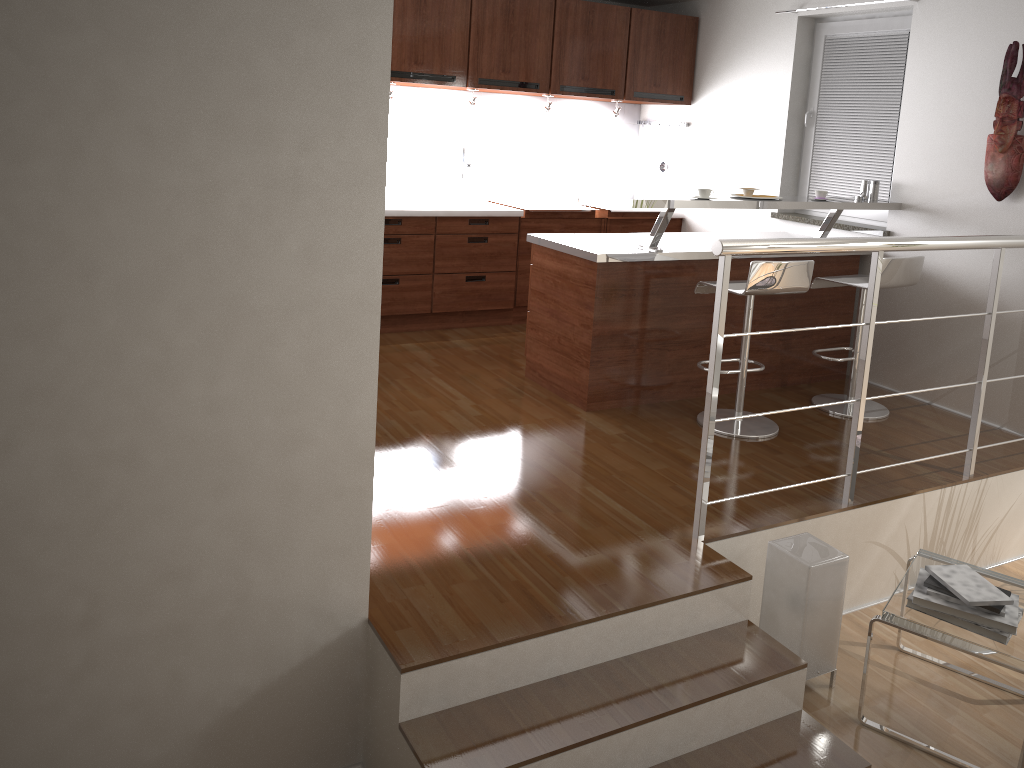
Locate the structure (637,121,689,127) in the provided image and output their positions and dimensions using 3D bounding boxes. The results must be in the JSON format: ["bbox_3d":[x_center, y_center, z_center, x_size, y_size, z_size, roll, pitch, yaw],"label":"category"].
[{"bbox_3d":[1.161,-2.007,6.749,0.049,0.033,0.615,-4,18,-28],"label":"structure"}]

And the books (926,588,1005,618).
[{"bbox_3d":[1.434,0.659,2.762,0.219,0.014,0.155,13,19,29],"label":"books"}]

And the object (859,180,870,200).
[{"bbox_3d":[2.036,-1.120,5.051,0.053,0.106,0.053,13,14,44],"label":"object"}]

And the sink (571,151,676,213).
[{"bbox_3d":[0.802,-1.475,6.662,0.674,0.564,0.617,-4,15,-29],"label":"sink"}]

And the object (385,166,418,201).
[{"bbox_3d":[-0.832,-1.377,5.993,0.370,0.234,0.160,-4,13,-28],"label":"object"}]

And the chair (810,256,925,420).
[{"bbox_3d":[1.825,-0.280,4.574,0.389,0.826,0.435,-3,12,-33],"label":"chair"}]

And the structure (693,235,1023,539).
[{"bbox_3d":[1.662,-0.077,3.525,2.331,1.024,0.058,-5,11,-29],"label":"structure"}]

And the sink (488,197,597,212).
[{"bbox_3d":[0.216,-1.233,6.371,0.602,0.194,0.618,-5,18,-28],"label":"sink"}]

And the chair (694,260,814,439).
[{"bbox_3d":[1.128,-0.207,4.190,0.389,0.826,0.437,-1,11,-25],"label":"chair"}]

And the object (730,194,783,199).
[{"bbox_3d":[1.295,-0.988,4.627,0.310,0.010,0.224,-5,19,-26],"label":"object"}]

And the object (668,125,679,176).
[{"bbox_3d":[1.220,-1.754,6.578,0.024,0.372,0.073,-1,10,-29],"label":"object"}]

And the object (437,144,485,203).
[{"bbox_3d":[-0.336,-1.490,6.200,0.330,0.395,0.167,-3,12,-29],"label":"object"}]

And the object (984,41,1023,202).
[{"bbox_3d":[2.465,-1.296,4.343,0.152,0.769,0.154,6,9,15],"label":"object"}]

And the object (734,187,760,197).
[{"bbox_3d":[1.246,-1.003,4.587,0.140,0.040,0.133,-5,18,-27],"label":"object"}]

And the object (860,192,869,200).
[{"bbox_3d":[2.010,-1.073,4.998,0.051,0.044,0.052,8,14,17],"label":"object"}]

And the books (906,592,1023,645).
[{"bbox_3d":[1.431,0.706,2.769,0.293,0.026,0.230,17,21,38],"label":"books"}]

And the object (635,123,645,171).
[{"bbox_3d":[1.013,-1.876,6.942,0.033,0.372,0.066,-1,10,-29],"label":"object"}]

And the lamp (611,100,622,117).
[{"bbox_3d":[0.755,-1.991,6.333,0.080,0.121,0.082,6,11,10],"label":"lamp"}]

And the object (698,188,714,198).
[{"bbox_3d":[0.954,-0.940,4.324,0.079,0.044,0.069,7,15,14],"label":"object"}]

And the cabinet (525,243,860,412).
[{"bbox_3d":[1.045,-0.401,4.976,1.854,0.731,0.650,-5,15,-29],"label":"cabinet"}]

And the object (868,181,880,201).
[{"bbox_3d":[2.069,-1.105,5.003,0.053,0.109,0.053,13,14,44],"label":"object"}]

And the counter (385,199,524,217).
[{"bbox_3d":[-1.005,-1.148,5.674,2.109,0.039,0.700,-6,19,-29],"label":"counter"}]

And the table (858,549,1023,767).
[{"bbox_3d":[1.470,0.892,2.877,0.471,0.389,0.559,13,17,34],"label":"table"}]

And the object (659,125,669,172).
[{"bbox_3d":[1.181,-1.799,6.694,0.043,0.356,0.093,-1,10,-29],"label":"object"}]

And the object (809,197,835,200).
[{"bbox_3d":[1.677,-1.006,4.768,0.142,0.008,0.131,17,21,38],"label":"object"}]

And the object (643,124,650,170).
[{"bbox_3d":[1.057,-1.860,6.889,0.008,0.368,0.034,-1,9,-29],"label":"object"}]

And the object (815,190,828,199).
[{"bbox_3d":[1.688,-1.029,4.772,0.079,0.044,0.069,6,14,7],"label":"object"}]

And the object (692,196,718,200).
[{"bbox_3d":[0.937,-0.918,4.323,0.130,0.008,0.144,-5,19,-26],"label":"object"}]

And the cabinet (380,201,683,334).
[{"bbox_3d":[-0.415,-0.844,6.065,3.515,0.778,0.699,-6,15,-29],"label":"cabinet"}]

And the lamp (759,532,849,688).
[{"bbox_3d":[0.990,0.787,2.993,0.193,0.468,0.204,-2,11,-29],"label":"lamp"}]

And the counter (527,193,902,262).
[{"bbox_3d":[1.209,-0.906,4.892,2.109,0.310,0.863,-6,18,-29],"label":"counter"}]

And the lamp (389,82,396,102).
[{"bbox_3d":[-0.769,-1.832,5.493,0.080,0.121,0.082,6,11,10],"label":"lamp"}]

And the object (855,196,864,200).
[{"bbox_3d":[1.987,-1.065,5.011,0.051,0.019,0.052,-4,18,-26],"label":"object"}]

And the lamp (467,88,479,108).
[{"bbox_3d":[-0.261,-1.885,5.773,0.080,0.121,0.082,6,11,10],"label":"lamp"}]

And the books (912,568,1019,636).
[{"bbox_3d":[1.433,0.679,2.765,0.291,0.026,0.231,13,19,29],"label":"books"}]

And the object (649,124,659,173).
[{"bbox_3d":[1.109,-1.824,6.782,0.020,0.368,0.109,-1,10,-29],"label":"object"}]

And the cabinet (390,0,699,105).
[{"bbox_3d":[0.013,-2.337,6.058,2.727,0.619,0.668,-6,16,-29],"label":"cabinet"}]

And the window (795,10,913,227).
[{"bbox_3d":[2.124,-1.628,5.383,0.142,1.234,0.865,-1,12,-29],"label":"window"}]

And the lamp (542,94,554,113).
[{"bbox_3d":[0.247,-1.938,6.053,0.080,0.121,0.082,6,11,10],"label":"lamp"}]
